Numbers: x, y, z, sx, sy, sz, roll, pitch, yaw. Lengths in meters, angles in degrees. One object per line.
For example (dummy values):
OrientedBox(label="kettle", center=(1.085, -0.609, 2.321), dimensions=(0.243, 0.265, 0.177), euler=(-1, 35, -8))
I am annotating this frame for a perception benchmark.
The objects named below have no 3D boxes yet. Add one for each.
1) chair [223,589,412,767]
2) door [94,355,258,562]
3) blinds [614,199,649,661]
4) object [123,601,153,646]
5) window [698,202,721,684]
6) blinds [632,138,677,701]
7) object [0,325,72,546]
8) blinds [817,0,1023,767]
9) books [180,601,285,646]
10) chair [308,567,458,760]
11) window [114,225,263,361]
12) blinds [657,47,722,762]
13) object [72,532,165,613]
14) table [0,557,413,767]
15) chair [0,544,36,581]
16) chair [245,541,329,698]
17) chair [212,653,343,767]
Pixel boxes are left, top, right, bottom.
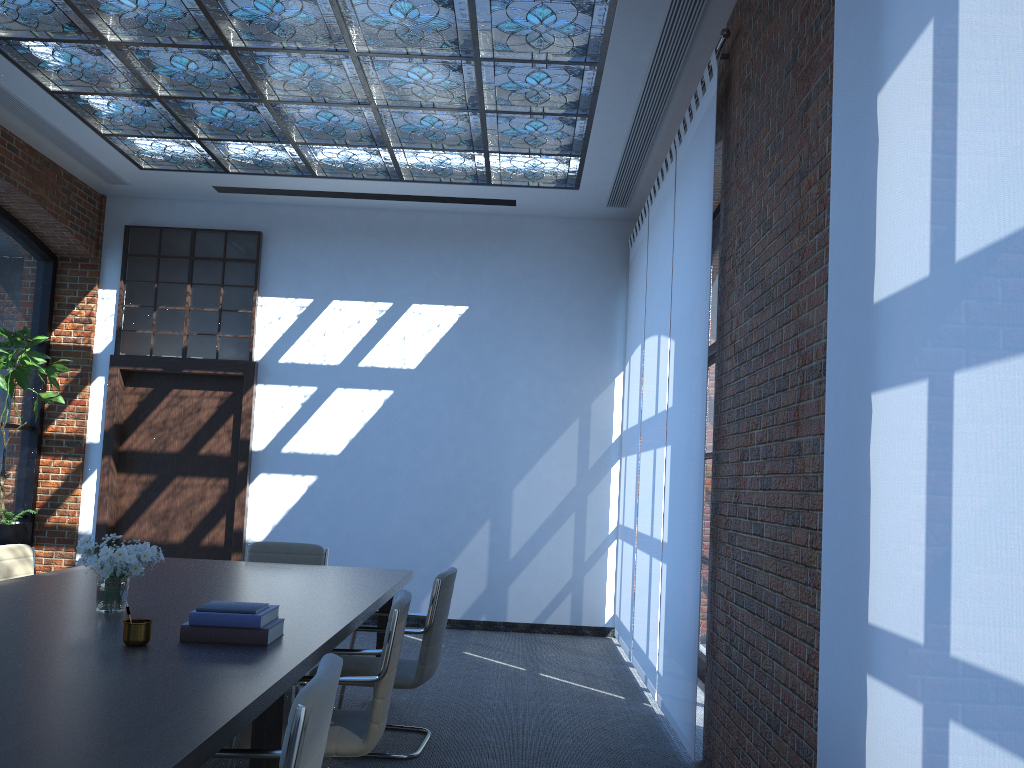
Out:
OrientedBox(label="chair", center=(-0.783, 1.296, 3.558), dimensions=(0.706, 0.920, 0.562), euler=(3, -5, -6))
OrientedBox(label="door", center=(-3.205, 0.972, 8.478), dimensions=(1.400, 2.427, 0.201), euler=(3, -4, 1))
OrientedBox(label="blinds", center=(1.041, 0.404, 7.764), dimensions=(0.039, 3.746, 1.222), euler=(3, -4, 1))
OrientedBox(label="object", center=(-1.219, 0.778, 2.888), dimensions=(0.091, 0.142, 0.091), euler=(5, -5, -21))
OrientedBox(label="window", center=(1.551, 0.064, 3.559), dimensions=(0.160, 3.596, 9.656), euler=(3, -6, 1))
OrientedBox(label="blinds", center=(1.030, 0.260, 6.491), dimensions=(0.039, 3.746, 1.222), euler=(3, -4, 1))
OrientedBox(label="object", center=(-4.086, 0.746, 7.092), dimensions=(0.945, 2.483, 1.328), euler=(3, -5, 1))
OrientedBox(label="blinds", center=(0.994, -0.229, 2.154), dimensions=(0.039, 3.746, 1.319), euler=(3, -4, 1))
OrientedBox(label="books", center=(-0.965, 0.827, 3.090), dimensions=(0.294, 0.114, 0.255), euler=(3, -6, -1))
OrientedBox(label="chair", center=(-0.673, 1.430, 4.696), dimensions=(0.706, 0.920, 0.562), euler=(2, -5, 4))
OrientedBox(label="window", center=(-3.119, -0.863, 8.555), dimensions=(1.328, 1.288, 0.059), euler=(3, -4, 1))
OrientedBox(label="blinds", center=(1.020, 0.118, 5.228), dimensions=(0.039, 3.746, 1.222), euler=(3, -4, 1))
OrientedBox(label="object", center=(-1.575, 0.750, 3.541), dimensions=(0.329, 0.308, 0.337), euler=(2, -5, 11))
OrientedBox(label="table", center=(-1.569, 1.298, 3.416), dimensions=(1.809, 0.807, 4.520), euler=(3, -6, 1))
OrientedBox(label="chair", center=(-2.465, 1.348, 4.755), dimensions=(0.706, 0.920, 0.562), euler=(3, -5, 1))
OrientedBox(label="chair", center=(-1.539, 1.493, 5.644), dimensions=(0.560, 0.920, 0.709), euler=(3, -5, 1))
OrientedBox(label="chair", center=(-0.795, 1.133, 2.111), dimensions=(0.706, 0.920, 0.562), euler=(3, -5, -4))
